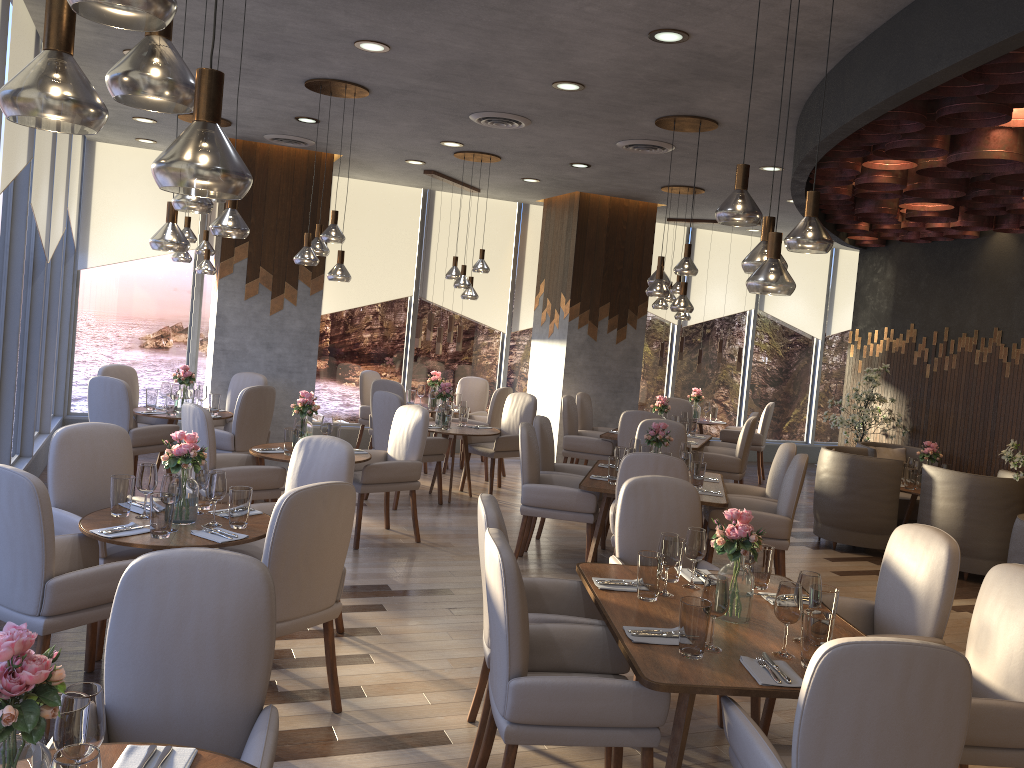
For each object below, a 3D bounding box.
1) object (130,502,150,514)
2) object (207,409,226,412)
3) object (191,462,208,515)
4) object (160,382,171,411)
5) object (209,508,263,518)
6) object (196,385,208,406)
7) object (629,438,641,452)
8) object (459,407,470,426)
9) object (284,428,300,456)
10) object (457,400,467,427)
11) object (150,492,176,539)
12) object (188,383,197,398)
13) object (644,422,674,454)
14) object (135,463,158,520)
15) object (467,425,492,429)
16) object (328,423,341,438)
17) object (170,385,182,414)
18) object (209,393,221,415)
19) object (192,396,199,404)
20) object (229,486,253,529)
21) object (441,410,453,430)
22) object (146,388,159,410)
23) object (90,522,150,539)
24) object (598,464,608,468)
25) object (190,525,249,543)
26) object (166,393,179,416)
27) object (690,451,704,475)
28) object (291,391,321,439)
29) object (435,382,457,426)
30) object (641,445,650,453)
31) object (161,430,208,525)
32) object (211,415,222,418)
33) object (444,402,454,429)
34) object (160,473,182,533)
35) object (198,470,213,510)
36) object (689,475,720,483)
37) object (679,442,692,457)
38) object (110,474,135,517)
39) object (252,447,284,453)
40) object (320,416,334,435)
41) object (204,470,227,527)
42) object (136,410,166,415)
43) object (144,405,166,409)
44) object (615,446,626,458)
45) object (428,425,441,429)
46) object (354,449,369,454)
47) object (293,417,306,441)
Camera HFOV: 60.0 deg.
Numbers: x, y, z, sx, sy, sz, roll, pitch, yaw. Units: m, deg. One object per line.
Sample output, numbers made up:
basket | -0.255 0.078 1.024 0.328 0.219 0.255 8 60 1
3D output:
object | -1.717 0.579 4.165 0.255 0.019 0.157 8 5 36
object | -2.703 0.231 7.928 0.157 0.019 0.255 7 4 28
object | -1.481 0.487 4.170 0.092 0.244 0.092 4 3 -28
object | -3.006 0.108 7.688 0.092 0.244 0.092 4 2 -20
object | -1.334 0.609 4.229 0.158 0.019 0.255 8 5 36
object | -2.695 0.135 7.696 0.092 0.244 0.092 3 3 -41
object | 0.908 0.529 6.584 0.092 0.244 0.092 6 3 30
object | -0.466 0.309 8.531 0.102 0.178 0.102 4 3 -31
object | -1.497 0.392 6.001 0.102 0.178 0.102 6 3 17
object | -0.476 0.282 8.421 0.092 0.244 0.092 6 3 23
object | -1.469 0.552 3.716 0.102 0.178 0.102 5 3 8
object | -2.840 0.112 7.846 0.092 0.244 0.092 5 2 8
object | 1.031 0.476 6.321 0.210 0.415 0.198 6 3 25
object | -1.652 0.483 4.005 0.092 0.244 0.092 7 3 33
object | -0.324 0.406 8.461 0.158 0.019 0.255 9 5 43
object | -1.296 0.380 6.427 0.102 0.178 0.102 5 3 -2
object | -2.861 0.131 7.535 0.092 0.244 0.092 3 3 -41
object | -2.592 0.175 7.722 0.102 0.178 0.102 7 3 40
object | -2.859 0.135 7.955 0.102 0.178 0.102 5 3 4
object | -1.226 0.555 3.987 0.102 0.178 0.102 6 3 29
object | -0.598 0.328 8.079 0.102 0.178 0.102 3 3 -42
object | -3.115 0.133 7.662 0.102 0.178 0.102 5 3 -11
object | -1.636 0.614 3.762 0.158 0.019 0.255 8 5 32
object | 0.782 0.623 6.706 0.255 0.019 0.157 6 4 11
object | -1.277 0.642 3.829 0.255 0.019 0.157 8 5 33
object | -2.850 0.173 7.428 0.102 0.178 0.102 5 3 -5
object | 1.388 0.599 6.677 0.102 0.178 0.102 4 3 -22
object | -1.473 0.254 6.305 0.210 0.415 0.197 7 3 40
object | -0.641 0.187 8.353 0.210 0.415 0.198 6 3 25
object | 1.024 0.559 6.776 0.102 0.178 0.102 6 3 25
object | -1.481 0.414 3.991 0.210 0.415 0.198 4 3 -25
object | -2.619 0.264 7.559 0.255 0.019 0.157 7 4 24
object | -0.584 0.289 8.187 0.092 0.244 0.092 4 3 -28
object | -1.474 0.511 3.824 0.092 0.244 0.092 3 3 -38
object | -1.484 0.512 4.281 0.102 0.178 0.102 4 3 -17
object | 1.396 0.691 6.514 0.255 0.019 0.157 6 4 12
object | 1.292 0.560 6.630 0.092 0.244 0.092 3 3 -36
object | -1.764 0.506 4.005 0.102 0.178 0.102 4 3 -28
object | -1.641 0.452 6.096 0.255 0.019 0.158 2 5 -39
object | -1.323 0.352 6.320 0.092 0.244 0.092 7 3 32
object | -1.331 0.514 3.978 0.092 0.244 0.092 6 2 13
object | -3.019 0.235 7.465 0.158 0.019 0.255 7 4 29
object | -3.106 0.202 7.831 0.255 0.019 0.157 7 4 23
object | 0.807 0.556 6.538 0.102 0.178 0.102 6 3 27
object | -0.755 0.389 8.152 0.158 0.019 0.255 9 5 42
object | -1.168 0.478 6.334 0.255 0.019 0.158 2 5 -38
object | -1.467 0.354 6.106 0.092 0.244 0.092 3 3 -36
